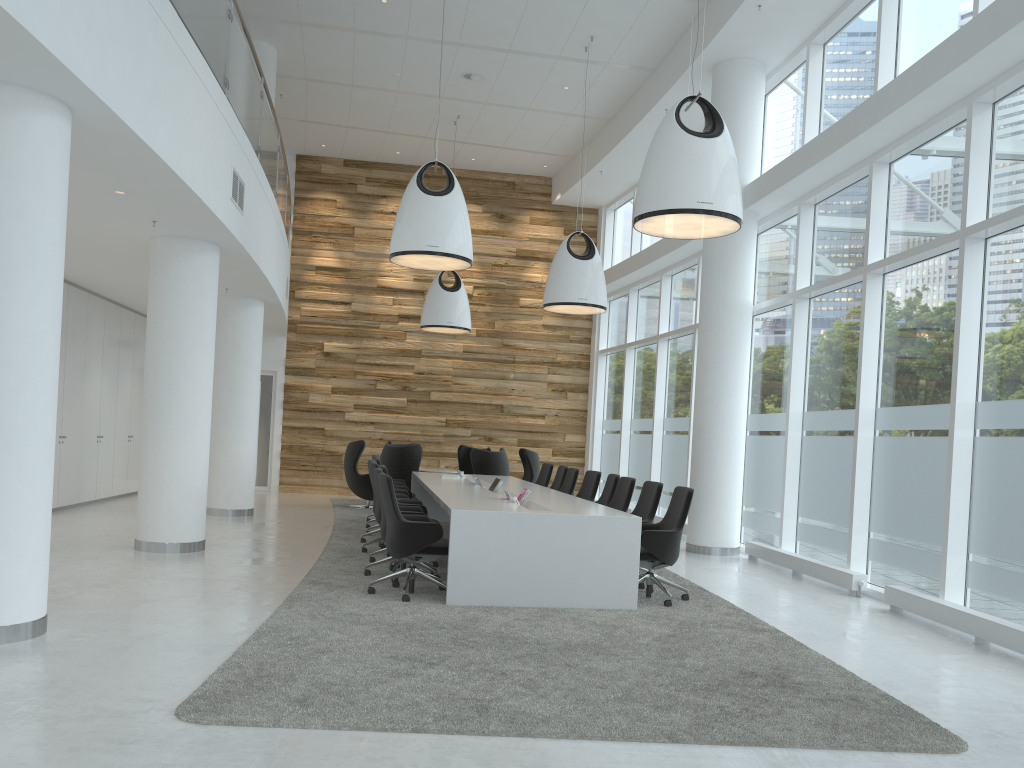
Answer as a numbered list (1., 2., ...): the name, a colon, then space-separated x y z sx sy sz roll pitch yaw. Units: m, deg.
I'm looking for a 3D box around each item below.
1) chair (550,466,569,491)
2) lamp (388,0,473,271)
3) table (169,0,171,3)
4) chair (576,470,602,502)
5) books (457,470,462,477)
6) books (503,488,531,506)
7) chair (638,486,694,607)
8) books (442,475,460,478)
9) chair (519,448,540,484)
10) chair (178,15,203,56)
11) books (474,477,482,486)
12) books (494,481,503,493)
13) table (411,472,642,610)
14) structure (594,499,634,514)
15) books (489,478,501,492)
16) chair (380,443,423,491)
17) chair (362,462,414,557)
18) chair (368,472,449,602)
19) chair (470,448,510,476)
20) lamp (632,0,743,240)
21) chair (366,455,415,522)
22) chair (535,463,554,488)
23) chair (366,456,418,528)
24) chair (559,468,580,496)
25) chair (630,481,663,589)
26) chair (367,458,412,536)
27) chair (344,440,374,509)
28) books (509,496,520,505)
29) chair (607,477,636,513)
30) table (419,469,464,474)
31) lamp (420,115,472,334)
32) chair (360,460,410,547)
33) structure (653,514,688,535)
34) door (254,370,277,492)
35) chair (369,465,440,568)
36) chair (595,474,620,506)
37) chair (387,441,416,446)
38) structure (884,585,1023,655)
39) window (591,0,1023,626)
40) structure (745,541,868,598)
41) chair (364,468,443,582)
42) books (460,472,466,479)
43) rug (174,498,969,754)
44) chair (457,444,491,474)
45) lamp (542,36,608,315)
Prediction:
1. chair: 0.442 1.595 12.168 0.674 0.966 0.685 3 -1 -9
2. lamp: -0.749 -3.081 9.238 0.882 3.647 0.885 3 0 36
3. table: -3.104 -2.802 7.012 0.800 0.754 0.799 4 -2 -19
4. chair: 0.725 1.515 10.644 0.674 0.966 0.685 3 -1 -14
5. books: -0.709 1.354 12.672 0.153 0.241 0.182 3 -1 -9
6. books: 0.043 1.126 8.359 0.230 0.275 0.598 3 -3 11
7. chair: 1.191 1.342 7.499 0.674 0.966 0.686 3 -1 -4
8. books: -0.831 1.252 12.034 0.224 0.026 0.264 3 -4 1
9. chair: 0.012 1.680 15.358 0.918 1.152 0.913 4 -1 -19
10. chair: -3.192 -2.955 7.886 0.915 1.152 0.917 3 -1 -15
11. books: -0.376 1.241 10.601 0.153 0.238 0.190 3 -1 -9
12. books: -0.212 1.227 10.286 0.158 0.241 0.352 3 -2 -9
13. table: -0.254 1.544 10.073 1.501 0.739 6.561 4 -4 -9
14. structure: 1.828 2.328 16.502 0.150 0.213 2.690 3 -4 -13
15. books: -0.223 1.207 10.265 0.139 0.229 0.357 3 -2 -9
16. chair: -1.655 1.508 14.062 0.913 1.152 0.919 3 -1 11
17. chair: -1.246 1.335 9.489 0.674 0.966 0.685 3 -1 -14
18. chair: -0.793 1.210 7.105 0.674 0.966 0.685 3 -1 -14
19. chair: -0.484 1.582 14.222 0.916 1.152 0.916 2 -2 41
20. lamp: 1.511 -3.089 7.162 0.882 3.647 0.885 3 0 37
21. chair: -1.713 1.507 12.634 0.674 0.966 0.686 3 -1 -4
22. chair: 0.272 1.640 13.028 0.674 0.966 0.685 3 -1 -14
23. chair: -1.587 1.463 11.830 0.674 0.966 0.685 3 -1 -9
24. chair: 0.526 1.549 11.357 0.674 0.966 0.685 3 -1 -9
25. chair: 1.066 1.386 8.302 0.674 0.966 0.685 3 -1 -9
26. chair: -1.448 1.420 11.023 0.674 0.966 0.685 3 -1 -9
27. chair: -2.372 1.525 14.949 0.918 1.152 0.913 4 -1 -19
28. books: 0.057 1.105 7.860 0.143 0.226 0.203 3 -1 -10
29. chair: 0.927 1.429 9.110 0.674 0.966 0.685 3 -1 -9
30. table: -1.236 1.821 15.125 0.798 0.696 0.801 3 -2 16
31. lamp: -1.034 -2.729 15.090 0.882 3.647 0.885 3 0 30
32. chair: -1.390 1.376 10.261 0.674 0.966 0.686 3 -1 -4
33. structure: 2.480 2.169 13.409 0.150 0.213 2.691 3 -4 -10
34. door: -5.626 0.892 17.586 1.806 2.401 0.132 3 0 -7
35. chair: -1.048 1.301 8.775 0.674 0.966 0.685 3 -1 -9
36. chair: 0.868 1.474 9.871 0.674 0.966 0.686 3 -1 -4
37. chair: -1.948 1.616 16.042 0.916 1.152 0.916 2 -2 41
38. structure: 3.411 1.777 6.368 0.150 0.213 2.692 3 -4 -4
39. window: -17.611 -1.999 11.815 62.815 6.139 30.901 1 -4 31
40. structure: 3.092 1.958 9.529 0.150 0.213 2.691 3 -4 -7
41. chair: -0.964 1.255 7.964 0.674 0.966 0.685 3 -1 -9
42. books: -0.650 1.344 12.339 0.139 0.223 0.162 3 -1 -9
43. rug: -0.479 1.922 10.385 3.941 0.010 13.457 4 -4 -8
44. chair: -0.798 1.691 16.229 0.913 1.152 0.919 3 -1 11
45. lamp: 0.942 -2.818 11.959 0.882 3.647 0.885 3 0 34
